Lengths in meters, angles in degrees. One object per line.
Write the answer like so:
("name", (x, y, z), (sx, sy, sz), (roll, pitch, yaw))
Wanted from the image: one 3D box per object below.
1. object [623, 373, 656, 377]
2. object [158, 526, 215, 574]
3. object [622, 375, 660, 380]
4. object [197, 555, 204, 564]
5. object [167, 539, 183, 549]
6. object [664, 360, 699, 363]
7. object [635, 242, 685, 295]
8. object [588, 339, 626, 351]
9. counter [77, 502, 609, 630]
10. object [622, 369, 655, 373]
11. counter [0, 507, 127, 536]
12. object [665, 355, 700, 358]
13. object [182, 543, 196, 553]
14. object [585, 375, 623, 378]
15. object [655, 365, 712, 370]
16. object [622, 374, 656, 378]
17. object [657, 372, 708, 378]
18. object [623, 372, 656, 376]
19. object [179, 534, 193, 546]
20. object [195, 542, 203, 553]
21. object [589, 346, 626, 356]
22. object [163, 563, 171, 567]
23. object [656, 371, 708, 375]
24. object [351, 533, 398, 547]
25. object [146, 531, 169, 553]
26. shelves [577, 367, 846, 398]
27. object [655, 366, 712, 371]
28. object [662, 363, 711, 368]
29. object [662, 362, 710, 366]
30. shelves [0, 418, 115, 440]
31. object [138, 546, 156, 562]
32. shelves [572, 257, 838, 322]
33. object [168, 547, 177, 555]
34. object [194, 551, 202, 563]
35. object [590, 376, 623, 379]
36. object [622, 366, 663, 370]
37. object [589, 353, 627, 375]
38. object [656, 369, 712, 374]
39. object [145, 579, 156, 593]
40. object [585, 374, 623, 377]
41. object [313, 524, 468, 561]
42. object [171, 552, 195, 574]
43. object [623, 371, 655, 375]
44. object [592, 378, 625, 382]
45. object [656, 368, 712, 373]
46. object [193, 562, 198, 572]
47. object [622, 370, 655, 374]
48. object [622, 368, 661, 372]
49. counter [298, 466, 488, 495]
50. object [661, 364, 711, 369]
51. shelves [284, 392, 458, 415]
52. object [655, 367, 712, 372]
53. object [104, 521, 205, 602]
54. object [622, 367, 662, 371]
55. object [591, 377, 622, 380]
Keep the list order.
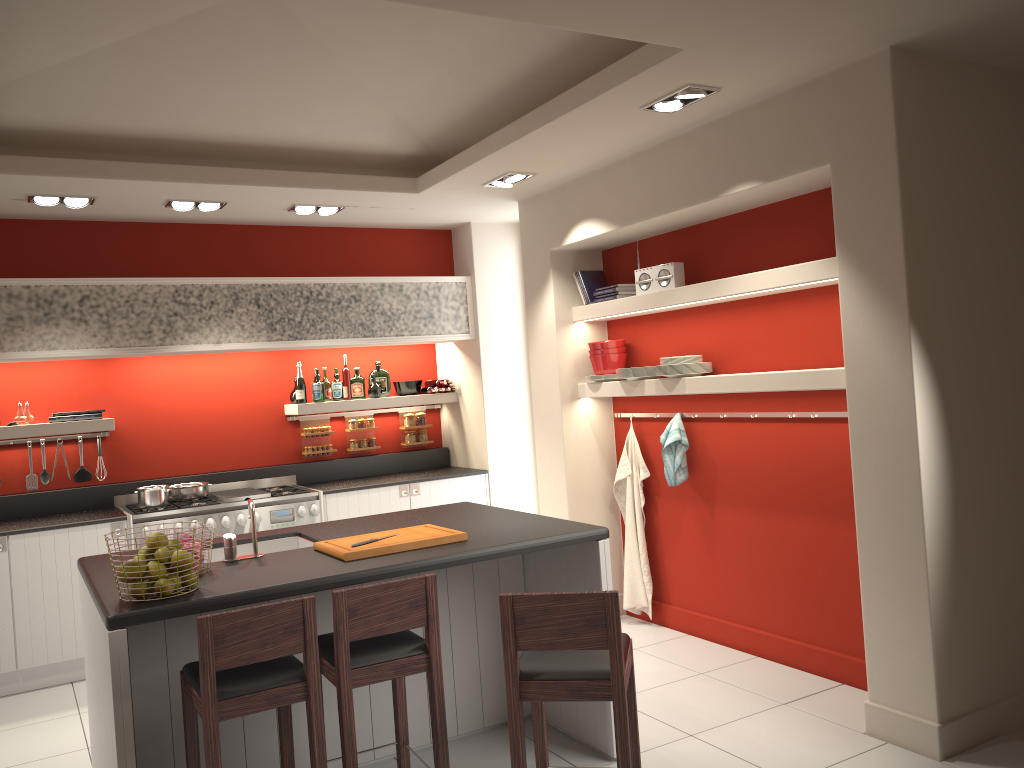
("object", (0.839, -0.053, 5.696), (0.339, 0.020, 0.339), (-4, 0, -31))
("object", (-1.325, 0.678, 3.580), (0.248, 0.168, 0.247), (-4, 0, -42))
("object", (0.840, -0.040, 5.696), (0.339, 0.020, 0.339), (-4, 0, -31))
("object", (-1.273, 0.709, 3.600), (0.046, 0.043, 0.046), (-4, 0, 10))
("object", (-1.271, 0.611, 3.327), (0.067, 0.064, 0.067), (-4, 0, -29))
("object", (1.028, -0.130, 5.385), (0.255, 0.015, 0.255), (-4, 0, 41))
("object", (0.904, -0.747, 5.498), (0.097, 0.369, 0.342), (-4, 0, -35))
("object", (0.653, -0.221, 6.057), (0.260, 0.161, 0.260), (-4, 0, 27))
("counter", (-0.799, 0.747, 4.048), (2.054, 0.050, 1.415), (-4, 0, -30))
("object", (0.838, -0.078, 5.696), (0.339, 0.020, 0.339), (-4, 0, -31))
("counter", (-3.259, 0.925, 5.734), (1.360, 0.026, 0.699), (-4, 0, -30))
("object", (1.026, -0.159, 5.385), (0.255, 0.015, 0.255), (-4, 0, 41))
("object", (-1.280, 0.654, 3.515), (0.048, 0.046, 0.048), (-4, 0, 16))
("object", (0.669, -0.048, 6.064), (0.339, 0.020, 0.339), (-4, 0, -27))
("object", (1.039, -0.092, 5.369), (0.339, 0.020, 0.339), (-4, 0, -27))
("object", (0.840, -0.046, 5.696), (0.339, 0.020, 0.339), (-4, 0, -31))
("object", (1.042, -0.053, 5.369), (0.339, 0.020, 0.339), (-4, 0, -27))
("object", (0.839, -0.059, 5.696), (0.339, 0.020, 0.339), (-4, 0, -31))
("object", (-1.312, 0.632, 3.570), (0.056, 0.058, 0.056), (-4, 0, 15))
("object", (-1.273, 0.666, 3.581), (0.051, 0.055, 0.056), (-4, 0, -15))
("object", (0.658, -0.171, 6.062), (0.260, 0.159, 0.260), (-4, 0, 42))
("object", (-1.304, 0.662, 3.320), (0.067, 0.064, 0.066), (-4, 0, -26))
("object", (1.042, -0.060, 5.369), (0.339, 0.020, 0.339), (-4, 0, -27))
("object", (-0.589, 0.669, 3.820), (0.035, 0.010, 0.302), (-4, 0, 31))
("object", (-1.297, 0.579, 3.244), (0.078, 0.080, 0.078), (-4, 0, -30))
("shelves", (1.241, -0.005, 5.251), (0.437, 0.100, 2.393), (-4, 0, -30))
("object", (1.040, -0.085, 5.369), (0.339, 0.020, 0.339), (-4, 0, -27))
("object", (1.039, -0.105, 5.369), (0.339, 0.020, 0.339), (-4, 0, -27))
("object", (1.038, -0.111, 5.369), (0.339, 0.020, 0.339), (-4, 0, -27))
("shelves", (-3.456, 0.330, 5.991), (1.379, 0.083, 0.376), (-4, 0, -30))
("object", (-1.341, 0.633, 3.267), (0.071, 0.076, 0.078), (-4, 0, 30))
("shelves", (1.203, -0.534, 5.253), (0.437, 0.100, 2.393), (-4, 0, -30))
("object", (-1.262, 0.628, 3.272), (0.057, 0.054, 0.056), (-4, 0, 31))
("object", (-1.262, 0.688, 3.537), (0.048, 0.046, 0.048), (-4, 0, 19))
("object", (0.669, -0.042, 6.064), (0.339, 0.020, 0.339), (-4, 0, -27))
("object", (0.836, -0.098, 5.696), (0.339, 0.020, 0.339), (-4, 0, -31))
("object", (0.663, -0.127, 6.064), (0.260, 0.146, 0.260), (-4, 0, -26))
("object", (1.041, -0.066, 5.369), (0.339, 0.020, 0.339), (-4, 0, -27))
("object", (-1.309, 0.732, 3.216), (0.055, 0.054, 0.053), (-4, 0, -26))
("object", (0.668, -0.055, 6.064), (0.339, 0.020, 0.339), (-4, 0, -27))
("object", (-0.532, 0.687, 3.877), (0.570, 0.033, 0.372), (-4, 0, -31))
("object", (-1.211, 0.658, 3.265), (0.082, 0.082, 0.082), (-4, 0, 27))
("object", (0.839, -0.066, 5.696), (0.339, 0.020, 0.339), (-4, 0, -31))
("object", (0.670, -0.029, 6.064), (0.339, 0.020, 0.339), (-4, 0, -27))
("object", (1.041, -0.073, 5.369), (0.339, 0.020, 0.339), (-4, 0, -27))
("object", (-1.289, 0.729, 3.545), (0.062, 0.057, 0.061), (-4, 0, -30))
("object", (0.838, -0.072, 5.696), (0.339, 0.020, 0.339), (-4, 0, -31))
("object", (0.837, -0.085, 5.696), (0.339, 0.020, 0.339), (-4, 0, -31))
("counter", (-0.953, 0.755, 7.054), (1.360, 0.026, 0.699), (-4, 0, -30))
("object", (1.039, -0.098, 5.369), (0.339, 0.020, 0.339), (-4, 0, -27))
("shelves", (-1.141, 0.160, 7.316), (1.379, 0.083, 0.376), (-4, 0, -30))
("object", (1.040, -0.079, 5.369), (0.339, 0.020, 0.339), (-4, 0, -27))
("object", (-1.287, 0.642, 3.217), (0.341, 0.232, 0.341), (-4, 0, 3))
("object", (0.837, -0.091, 5.696), (0.339, 0.020, 0.339), (-4, 0, -31))
("object", (0.670, -0.035, 6.064), (0.339, 0.020, 0.339), (-4, 0, -27))
